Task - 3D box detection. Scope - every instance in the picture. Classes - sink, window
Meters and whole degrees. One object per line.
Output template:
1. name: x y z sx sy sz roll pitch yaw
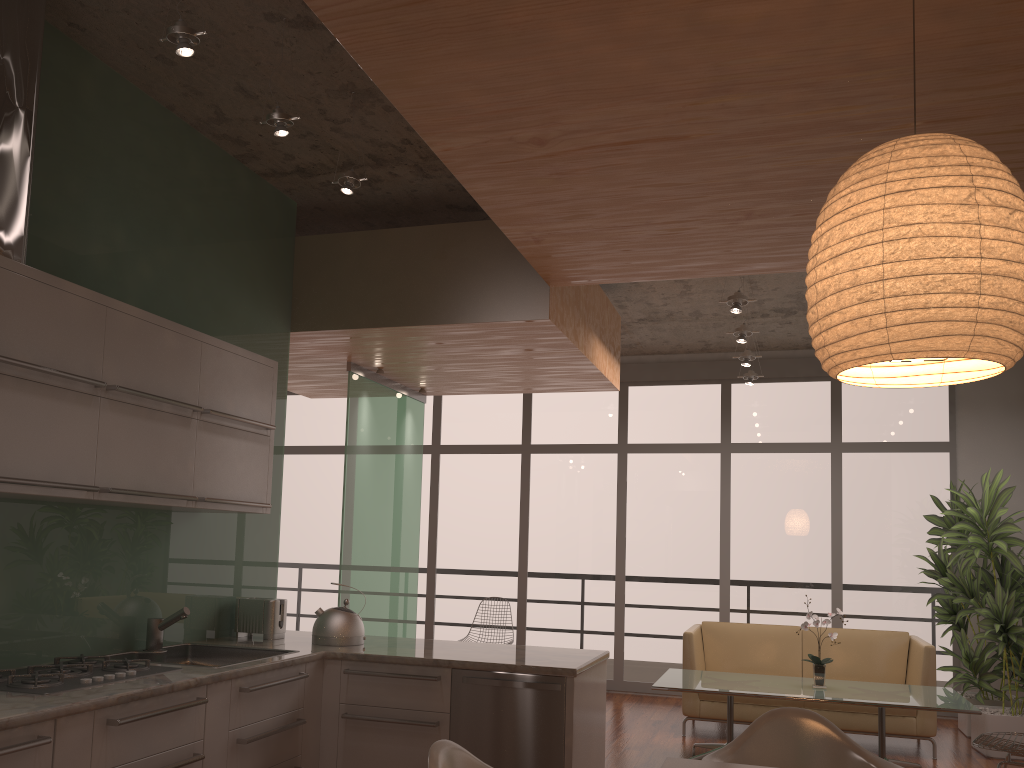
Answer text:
1. sink: -1.357 1.172 3.858 0.617 0.379 0.649 -1 -10 17
2. window: 0.123 1.450 9.200 8.580 3.250 0.062 -1 -6 17

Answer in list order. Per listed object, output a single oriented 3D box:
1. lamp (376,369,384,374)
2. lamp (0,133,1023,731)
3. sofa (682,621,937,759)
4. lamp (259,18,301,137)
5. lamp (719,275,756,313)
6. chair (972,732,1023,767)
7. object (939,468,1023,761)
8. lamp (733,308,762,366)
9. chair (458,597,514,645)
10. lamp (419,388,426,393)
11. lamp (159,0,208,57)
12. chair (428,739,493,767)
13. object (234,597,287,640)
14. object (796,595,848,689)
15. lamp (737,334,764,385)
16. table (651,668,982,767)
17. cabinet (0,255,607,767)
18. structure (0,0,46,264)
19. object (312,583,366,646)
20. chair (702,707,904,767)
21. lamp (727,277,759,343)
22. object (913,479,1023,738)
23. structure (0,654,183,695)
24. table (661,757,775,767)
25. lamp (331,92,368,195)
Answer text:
1. lamp: -0.911 -0.302 6.178 0.103 0.466 0.154 3 -6 -10
2. lamp: -0.235 0.448 3.167 3.224 1.334 3.098 -1 -10 17
3. sofa: 2.285 2.343 6.929 1.806 0.829 0.887 -1 -9 17
4. lamp: -0.875 -1.176 3.362 0.153 0.466 0.104 3 -6 -15
5. lamp: 1.423 -0.688 5.568 0.199 0.478 0.135 3 -6 -15
6. chair: 2.717 1.886 4.566 0.564 0.892 0.546 -3 -8 37
7. object: 3.750 1.692 6.594 0.971 2.085 1.086 -2 -7 30
8. lamp: 1.900 -0.384 7.126 0.199 0.478 0.135 3 -6 -15
9. chair: -0.251 2.567 8.715 0.544 0.892 0.565 0 -7 17
10. lamp: -0.690 -0.161 6.902 0.103 0.466 0.154 3 -6 -10
11. lamp: -1.040 -1.281 2.822 0.153 0.466 0.104 3 -6 -15
12. chair: 0.084 1.410 2.324 0.643 0.853 0.691 0 -7 12
13. object: -1.299 1.219 4.590 0.237 0.200 0.154 -1 -8 17
14. object: 1.988 1.666 5.702 0.298 0.584 0.374 0 -7 12
15. lamp: 2.138 -0.232 7.905 0.199 0.478 0.135 3 -6 -15
16. table: 1.899 2.242 5.703 1.875 0.554 0.949 -1 -10 17
17. cabinet: -1.043 0.745 2.759 1.918 2.251 4.286 -1 -10 17
18. structure: -1.795 -0.949 2.957 0.256 1.122 0.264 0 -6 17
19. object: -0.871 1.157 4.453 0.263 0.302 0.264 -3 -9 33
20. chair: 0.966 1.530 2.826 0.684 0.853 0.650 1 -7 2
21. lamp: 1.662 -0.536 6.347 0.199 0.478 0.135 3 -6 -15
22. object: 3.932 1.818 7.241 1.086 2.085 0.971 -3 -8 35
23. structure: -1.596 1.027 3.163 0.490 0.038 0.683 -2 -11 17
24. table: 0.627 1.277 1.390 1.028 0.801 2.093 -1 -10 17
25. lamp: -0.710 -1.071 3.902 0.153 0.466 0.104 3 -6 -15
